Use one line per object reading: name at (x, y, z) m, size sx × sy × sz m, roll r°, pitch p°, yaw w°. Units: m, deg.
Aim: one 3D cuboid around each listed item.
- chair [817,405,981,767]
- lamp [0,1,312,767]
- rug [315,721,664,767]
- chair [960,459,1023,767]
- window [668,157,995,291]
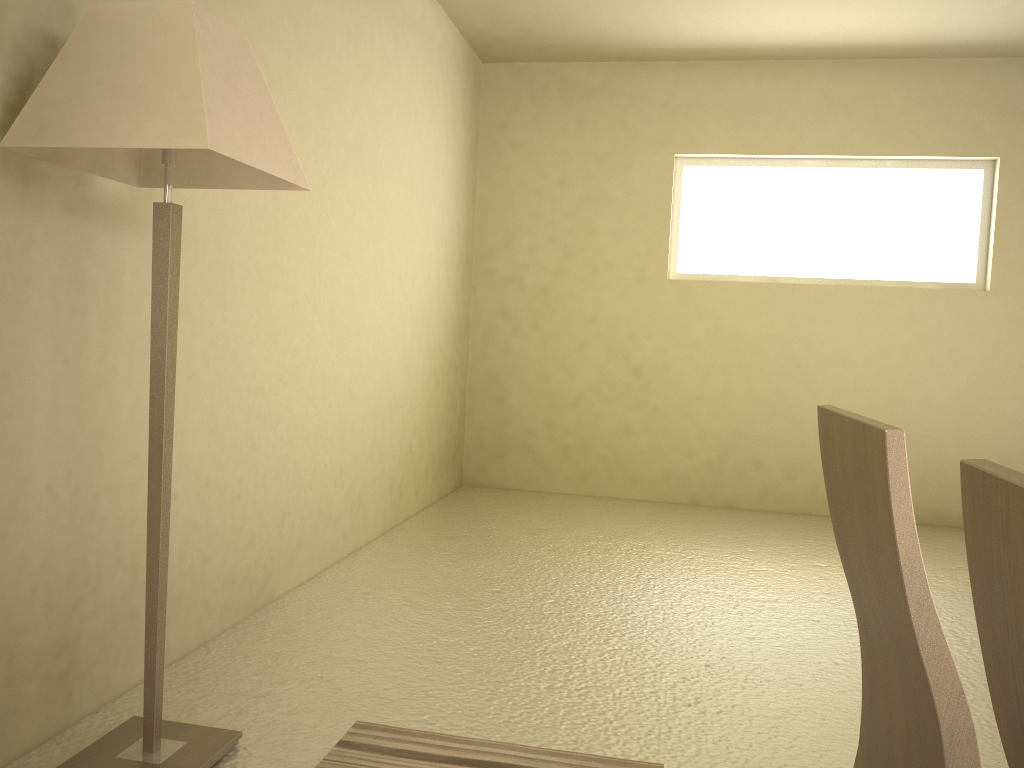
chair at (0.615, 0.557, 1.027) m, size 0.507 × 1.017 × 0.404 m, roll 3°, pitch 3°, yaw 9°
lamp at (-0.839, 0.040, 2.129) m, size 0.499 × 1.782 × 0.499 m, roll 3°, pitch 3°, yaw 11°
rug at (-0.180, 0.995, 1.589) m, size 0.843 × 0.010 × 1.613 m, roll 4°, pitch 3°, yaw 11°
chair at (0.511, 0.582, 0.446) m, size 0.507 × 1.017 × 0.404 m, roll 3°, pitch 3°, yaw 11°
window at (2.099, -1.077, 5.963) m, size 2.025 × 0.848 × 0.100 m, roll 3°, pitch 3°, yaw 11°
